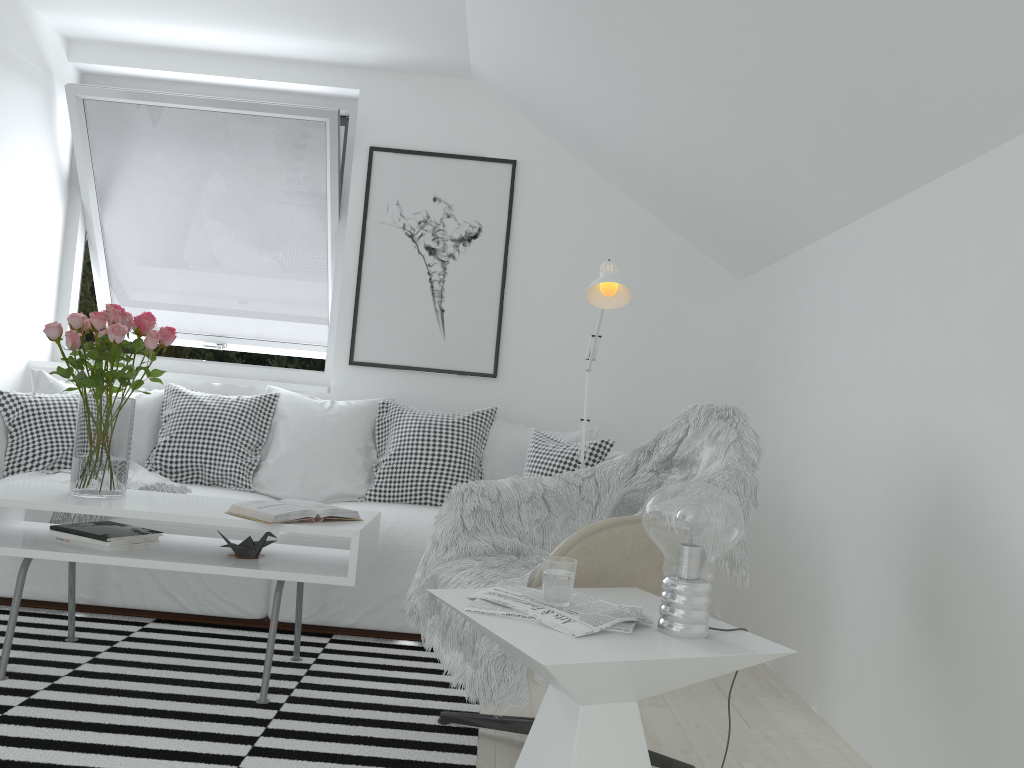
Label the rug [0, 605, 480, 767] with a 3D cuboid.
[{"bbox_3d":[-1.005,0.866,1.914,1.846,0.004,4.362,5,-2,-1],"label":"rug"}]

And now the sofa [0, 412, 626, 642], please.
[{"bbox_3d":[-0.874,0.539,3.673,2.647,0.768,0.917,5,-2,-1],"label":"sofa"}]

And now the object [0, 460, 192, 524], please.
[{"bbox_3d":[-1.566,0.459,3.553,0.670,0.291,0.831,5,-2,-2],"label":"object"}]

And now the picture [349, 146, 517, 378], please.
[{"bbox_3d":[-0.384,-0.593,4.321,0.720,1.072,0.015,5,-2,-1],"label":"picture"}]

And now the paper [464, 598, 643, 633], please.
[{"bbox_3d":[0.087,0.431,1.707,0.312,0.015,0.205,5,-2,14],"label":"paper"}]

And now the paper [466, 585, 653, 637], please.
[{"bbox_3d":[0.087,0.428,1.707,0.205,0.024,0.312,7,-2,-41],"label":"paper"}]

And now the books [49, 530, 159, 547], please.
[{"bbox_3d":[-1.254,0.465,2.728,0.254,0.014,0.191,5,-2,24],"label":"books"}]

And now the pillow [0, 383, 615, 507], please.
[{"bbox_3d":[-0.851,0.278,3.719,2.488,0.513,0.676,5,-2,1],"label":"pillow"}]

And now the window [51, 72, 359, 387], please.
[{"bbox_3d":[-3.978,-0.819,6.401,12.055,8.137,4.514,5,-2,-1],"label":"window"}]

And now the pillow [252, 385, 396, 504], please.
[{"bbox_3d":[-0.847,0.280,3.859,0.599,0.505,0.391,5,-2,-1],"label":"pillow"}]

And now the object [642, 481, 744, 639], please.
[{"bbox_3d":[0.326,0.319,1.634,0.185,0.279,0.185,5,-2,-7],"label":"object"}]

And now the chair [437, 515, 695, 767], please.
[{"bbox_3d":[0.227,0.519,2.422,0.776,0.941,0.719,6,-2,-26],"label":"chair"}]

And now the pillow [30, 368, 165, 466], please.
[{"bbox_3d":[-1.792,0.205,3.872,0.617,0.491,0.321,6,-2,-27],"label":"pillow"}]

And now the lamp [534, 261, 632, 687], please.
[{"bbox_3d":[0.222,0.312,2.841,0.196,1.373,0.527,5,-2,4],"label":"lamp"}]

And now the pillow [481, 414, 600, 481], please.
[{"bbox_3d":[0.080,0.378,3.856,0.623,0.498,0.333,4,-2,33],"label":"pillow"}]

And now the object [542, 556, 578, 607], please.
[{"bbox_3d":[0.089,0.381,1.708,0.067,0.087,0.067,5,-2,-3],"label":"object"}]

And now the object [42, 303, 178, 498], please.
[{"bbox_3d":[-1.259,0.048,2.748,0.350,0.599,0.327,5,-2,19],"label":"object"}]

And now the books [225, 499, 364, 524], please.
[{"bbox_3d":[-0.654,0.382,2.683,0.231,0.040,0.342,4,-2,41],"label":"books"}]

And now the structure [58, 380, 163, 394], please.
[{"bbox_3d":[-1.424,0.378,4.237,1.655,0.660,0.206,5,-2,-1],"label":"structure"}]

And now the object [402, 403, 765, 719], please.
[{"bbox_3d":[0.229,0.413,2.425,0.954,0.789,0.784,6,-2,-20],"label":"object"}]

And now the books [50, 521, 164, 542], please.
[{"bbox_3d":[-1.247,0.452,2.733,0.257,0.012,0.207,4,-2,27],"label":"books"}]

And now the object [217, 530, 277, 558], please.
[{"bbox_3d":[-0.816,0.482,2.721,0.194,0.088,0.186,6,-2,-12],"label":"object"}]

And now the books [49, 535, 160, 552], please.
[{"bbox_3d":[-1.252,0.479,2.724,0.259,0.014,0.191,4,-2,26],"label":"books"}]
